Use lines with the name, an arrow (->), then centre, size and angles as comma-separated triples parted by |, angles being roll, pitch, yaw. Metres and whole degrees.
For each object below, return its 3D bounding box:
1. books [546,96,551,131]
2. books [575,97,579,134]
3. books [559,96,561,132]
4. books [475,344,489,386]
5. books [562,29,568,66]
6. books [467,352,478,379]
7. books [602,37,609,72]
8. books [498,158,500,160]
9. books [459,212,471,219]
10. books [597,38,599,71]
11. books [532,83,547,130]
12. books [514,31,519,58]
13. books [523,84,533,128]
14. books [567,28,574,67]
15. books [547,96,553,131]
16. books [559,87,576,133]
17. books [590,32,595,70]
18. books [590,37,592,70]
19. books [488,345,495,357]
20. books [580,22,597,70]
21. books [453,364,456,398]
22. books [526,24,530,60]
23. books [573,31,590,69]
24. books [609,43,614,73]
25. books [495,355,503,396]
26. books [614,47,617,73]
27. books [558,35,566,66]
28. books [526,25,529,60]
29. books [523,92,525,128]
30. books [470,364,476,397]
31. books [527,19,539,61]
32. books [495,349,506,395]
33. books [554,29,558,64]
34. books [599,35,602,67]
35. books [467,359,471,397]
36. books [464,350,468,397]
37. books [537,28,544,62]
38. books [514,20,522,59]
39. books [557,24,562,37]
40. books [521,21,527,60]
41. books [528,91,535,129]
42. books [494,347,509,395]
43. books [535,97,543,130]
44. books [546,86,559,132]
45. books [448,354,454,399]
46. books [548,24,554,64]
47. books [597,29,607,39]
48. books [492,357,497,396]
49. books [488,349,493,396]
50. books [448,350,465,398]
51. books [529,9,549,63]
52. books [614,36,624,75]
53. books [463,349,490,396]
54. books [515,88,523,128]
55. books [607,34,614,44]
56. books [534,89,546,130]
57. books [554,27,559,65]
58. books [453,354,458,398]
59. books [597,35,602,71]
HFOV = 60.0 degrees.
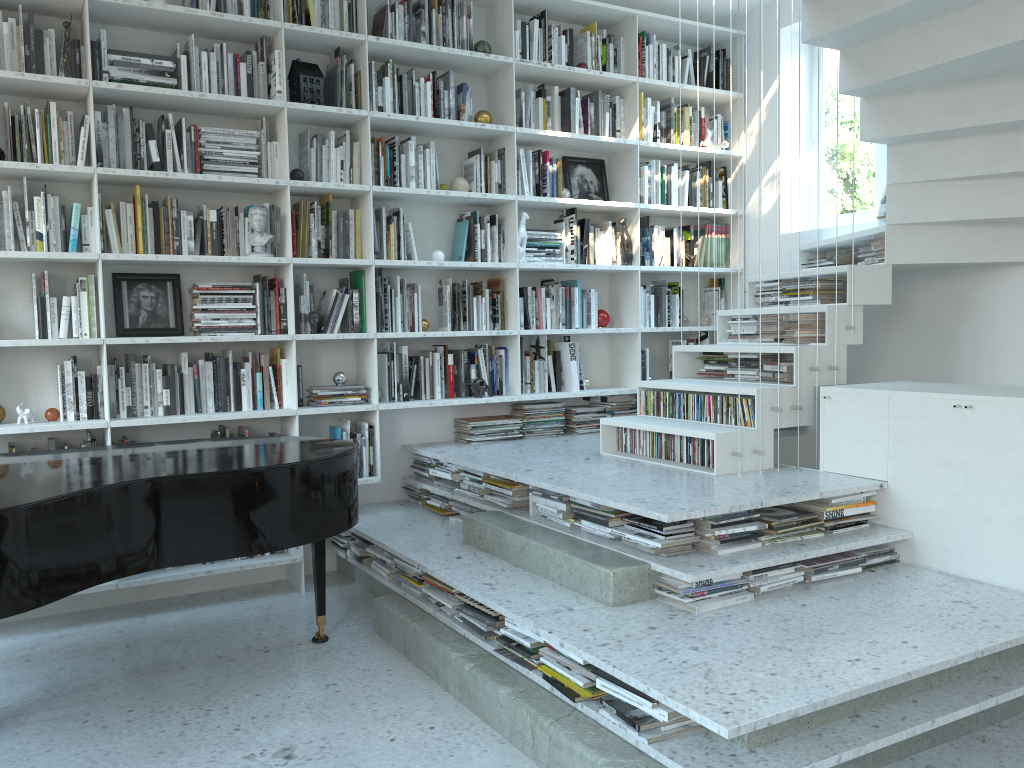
books -> 0.172, -1.533, 5.143 | 0.030, 0.224, 0.157 | -3, 5, -29
books -> 0.331, -1.543, 5.208 | 0.030, 0.230, 0.187 | -3, 4, -29
books -> 0.237, -1.544, 5.183 | 0.025, 0.238, 0.142 | -3, 5, -29
books -> -0.170, -0.083, 5.043 | 0.013, 0.294, 0.134 | -3, 5, -29
books -> 0.278, -1.922, 5.192 | 0.012, 0.254, 0.160 | -3, 5, -29
books -> -0.238, -0.056, 5.001 | 0.012, 0.249, 0.164 | -3, 5, -29
books -> 0.517, -1.923, 5.301 | 0.018, 0.235, 0.186 | -3, 5, -29
books -> -0.109, -1.151, 5.015 | 0.013, 0.221, 0.155 | -3, 5, -29
books -> -0.256, -0.810, 4.962 | 0.016, 0.290, 0.135 | -3, 5, -29
books -> 0.466, -1.916, 5.271 | 0.007, 0.226, 0.170 | -3, 5, -29
books -> 0.153, -1.568, 5.130 | 0.011, 0.296, 0.162 | -3, 5, -29
books -> -0.014, -1.868, 4.996 | 0.022, 0.182, 0.189 | -3, 4, -29
books -> 0.058, -1.556, 5.079 | 0.051, 0.282, 0.166 | -3, 5, -29
books -> 0.303, -1.924, 5.191 | 0.030, 0.258, 0.164 | -3, 5, -29
books -> 0.188, -1.541, 5.168 | 0.024, 0.236, 0.146 | -3, 5, -29
books -> 0.288, -1.557, 5.151 | 0.032, 0.265, 0.245 | -3, 4, -29
books -> 0.431, -1.928, 5.260 | 0.016, 0.252, 0.188 | -3, 5, -29
books -> 0.417, -1.911, 5.247 | 0.008, 0.221, 0.182 | -3, 4, -29
books -> -0.137, -0.080, 5.078 | 0.012, 0.282, 0.143 | -3, 5, -29
books -> 0.455, -1.963, 5.272 | 0.007, 0.321, 0.165 | -3, 5, -29
books -> -0.359, -0.045, 4.939 | 0.025, 0.238, 0.156 | -3, 5, -29
books -> 0.057, -1.908, 5.071 | 0.027, 0.250, 0.140 | -3, 5, -29
books -> 0.406, -1.928, 5.237 | 0.019, 0.256, 0.169 | -3, 5, -29
books -> 0.551, -1.913, 5.327 | 0.029, 0.210, 0.169 | -3, 4, -29
books -> -0.105, -0.052, 5.062 | 0.025, 0.228, 0.175 | -3, 5, -29
books -> 0.587, -1.917, 5.375 | 0.031, 0.211, 0.131 | -3, 5, -29
books -> 0.249, -1.892, 5.150 | 0.023, 0.202, 0.190 | -3, 4, -29
books -> 0.043, -1.897, 5.044 | 0.024, 0.231, 0.168 | -3, 5, -29
books -> 0.031, -1.532, 5.064 | 0.013, 0.237, 0.141 | -3, 5, -29
books -> -0.252, -0.022, 4.993 | 0.025, 0.181, 0.169 | -3, 4, -29
books -> 0.098, -1.923, 5.073 | 0.048, 0.278, 0.150 | -3, 5, -29
books -> -0.086, -0.069, 5.079 | 0.026, 0.258, 0.156 | -3, 5, -29
books -> 0.207, -1.908, 5.131 | 0.022, 0.236, 0.172 | -3, 5, -29
books -> 0.491, -1.934, 5.310 | 0.017, 0.257, 0.146 | -3, 5, -29
books -> -0.275, -0.036, 4.986 | 0.022, 0.211, 0.135 | -3, 5, -29
books -> -0.296, -0.060, 4.971 | 0.026, 0.263, 0.169 | -3, 5, -29
books -> 0.131, -1.901, 5.096 | 0.030, 0.231, 0.148 | -3, 5, -29
books -> 0.000, -1.904, 5.015 | 0.025, 0.251, 0.178 | -3, 5, -29
books -> 0.250, -1.933, 5.179 | 0.012, 0.279, 0.153 | -3, 5, -29
books -> 0.025, -1.900, 5.024 | 0.026, 0.242, 0.184 | -3, 5, -29
books -> 0.088, -1.543, 5.106 | 0.026, 0.251, 0.130 | -3, 5, -29
books -> -0.065, -0.077, 5.092 | 0.025, 0.273, 0.171 | -3, 5, -29
books -> 0.122, -1.522, 5.100 | 0.025, 0.208, 0.175 | -3, 4, -29
books -> 0.220, -1.567, 5.160 | 0.026, 0.288, 0.156 | -3, 5, -29
books -> -0.377, -0.046, 4.913 | 0.031, 0.244, 0.184 | -3, 5, -29
books -> 0.192, -1.920, 5.121 | 0.014, 0.262, 0.168 | -3, 5, -29
books -> 0.523, -1.957, 5.325 | 0.020, 0.299, 0.131 | -3, 5, -29
books -> -0.134, -0.047, 5.052 | 0.013, 0.220, 0.168 | -3, 5, -29
books -> -0.156, -0.069, 5.053 | 0.021, 0.265, 0.150 | -3, 5, -29
books -> -0.315, -0.059, 4.952 | 0.026, 0.262, 0.173 | -3, 5, -29
books -> 0.155, -1.952, 5.094 | 0.014, 0.332, 0.180 | -3, 5, -29
books -> 0.623, -1.944, 5.368 | 0.026, 0.263, 0.163 | -3, 5, -29
books -> -0.201, -0.067, 5.015 | 0.070, 0.266, 0.185 | -3, 5, -29
books -> 0.019, -1.540, 5.060 | 0.012, 0.254, 0.160 | -3, 5, -29
books -> 0.565, -1.950, 5.354 | 0.025, 0.279, 0.136 | -3, 5, -29
books -> 0.142, -1.550, 5.115 | 0.026, 0.261, 0.167 | -3, 5, -29
books -> 0.222, -1.918, 5.149 | 0.021, 0.254, 0.151 | -3, 5, -29
books -> -0.343, -0.048, 4.956 | 0.021, 0.243, 0.131 | -3, 5, -29
books -> 0.478, -1.929, 5.285 | 0.031, 0.249, 0.164 | -3, 5, -29
